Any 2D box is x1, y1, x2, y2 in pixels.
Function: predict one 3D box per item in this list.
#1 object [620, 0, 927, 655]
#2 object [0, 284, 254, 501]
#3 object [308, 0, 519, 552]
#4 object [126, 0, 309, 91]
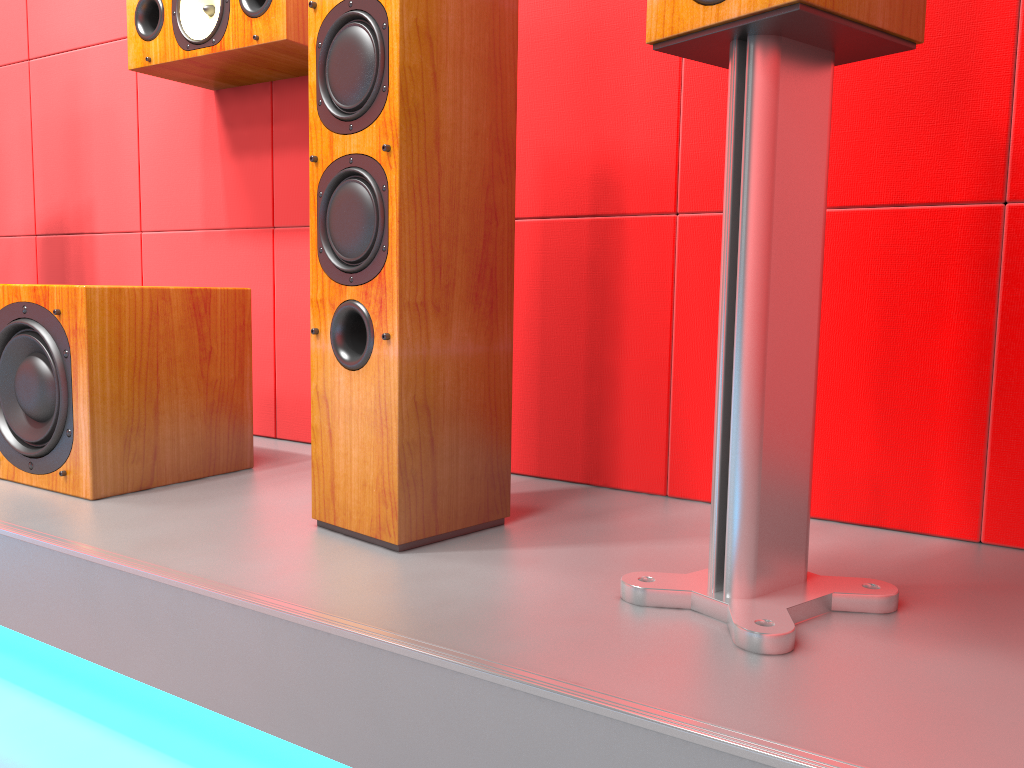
[{"bbox_3d":[0.302,-0.267,1.003,0.265,1.058,0.231,-4,8,-37],"label":"object"},{"bbox_3d":[-0.763,-0.008,1.708,0.360,0.360,0.360,5,7,32],"label":"object"},{"bbox_3d":[-0.149,-0.304,1.316,0.203,1.052,0.238,6,8,42],"label":"object"},{"bbox_3d":[-0.574,-0.816,1.897,0.493,0.271,0.235,5,7,32],"label":"object"}]
